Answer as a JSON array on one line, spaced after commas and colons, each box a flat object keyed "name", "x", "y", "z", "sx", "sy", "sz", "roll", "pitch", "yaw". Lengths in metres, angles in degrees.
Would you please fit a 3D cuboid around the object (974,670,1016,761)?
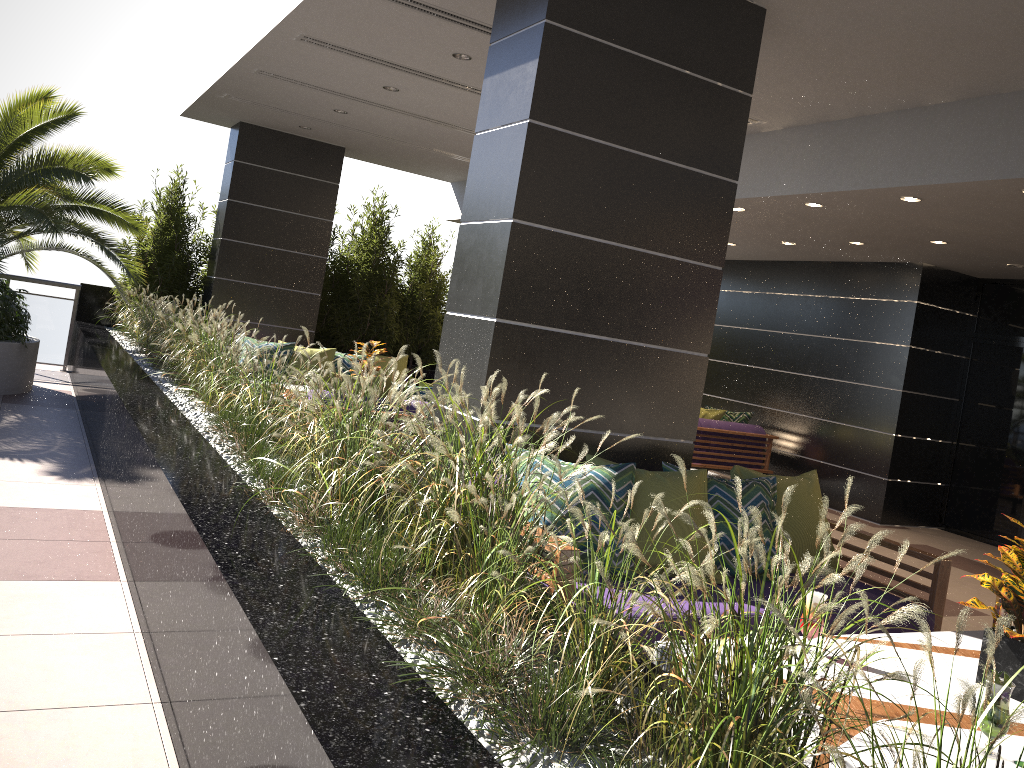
[{"name": "object", "x": 1.178, "y": 0.799, "z": 2.158, "sx": 0.069, "sy": 0.211, "sz": 0.068, "roll": 10, "pitch": 0, "yaw": 44}]

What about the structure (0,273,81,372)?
[{"name": "structure", "x": -6.532, "y": -0.219, "z": 0.107, "sx": 12.866, "sy": 1.058, "sz": 17.591, "roll": 7, "pitch": 4, "yaw": -29}]

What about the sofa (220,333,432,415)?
[{"name": "sofa", "x": -1.941, "y": 0.057, "z": 9.075, "sx": 2.117, "sy": 0.919, "sz": 1.125, "roll": 8, "pitch": 3, "yaw": -29}]

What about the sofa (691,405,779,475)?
[{"name": "sofa", "x": 1.817, "y": 0.618, "z": 10.040, "sx": 2.117, "sy": 0.919, "sz": 1.125, "roll": 8, "pitch": 3, "yaw": -29}]

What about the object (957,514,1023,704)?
[{"name": "object", "x": 1.570, "y": 0.673, "z": 2.661, "sx": 0.429, "sy": 0.526, "sz": 0.426, "roll": 9, "pitch": 1, "yaw": -17}]

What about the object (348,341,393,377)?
[{"name": "object", "x": -1.295, "y": -0.130, "z": 7.968, "sx": 0.429, "sy": 0.526, "sz": 0.426, "roll": 9, "pitch": 1, "yaw": -12}]

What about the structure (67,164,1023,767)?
[{"name": "structure", "x": 3.773, "y": 0.297, "z": 2.387, "sx": 7.786, "sy": 3.120, "sz": 24.852, "roll": 8, "pitch": 4, "yaw": -29}]

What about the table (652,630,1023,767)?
[{"name": "table", "x": 1.477, "y": 1.204, "z": 2.668, "sx": 2.029, "sy": 0.553, "sz": 0.946, "roll": 8, "pitch": 3, "yaw": -29}]

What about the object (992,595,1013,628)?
[{"name": "object", "x": 1.758, "y": 0.844, "z": 3.153, "sx": 0.084, "sy": 0.189, "sz": 0.067, "roll": 9, "pitch": 0, "yaw": -4}]

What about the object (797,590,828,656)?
[{"name": "object", "x": 0.926, "y": 0.737, "z": 2.733, "sx": 0.069, "sy": 0.181, "sz": 0.068, "roll": 10, "pitch": 1, "yaw": 44}]

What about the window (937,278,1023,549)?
[{"name": "window", "x": 5.277, "y": 0.331, "z": 8.818, "sx": 0.108, "sy": 2.761, "sz": 1.835, "roll": 9, "pitch": 1, "yaw": -29}]

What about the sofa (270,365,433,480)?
[{"name": "sofa", "x": -0.726, "y": 0.397, "z": 6.822, "sx": 2.117, "sy": 0.919, "sz": 1.125, "roll": 8, "pitch": 3, "yaw": -29}]

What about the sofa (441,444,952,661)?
[{"name": "sofa", "x": 0.805, "y": 0.826, "z": 3.984, "sx": 2.117, "sy": 0.919, "sz": 1.125, "roll": 8, "pitch": 3, "yaw": -29}]

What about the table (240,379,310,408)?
[{"name": "table", "x": -1.380, "y": 0.403, "z": 7.968, "sx": 2.029, "sy": 0.553, "sz": 0.946, "roll": 8, "pitch": 3, "yaw": -29}]

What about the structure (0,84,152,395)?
[{"name": "structure", "x": -5.455, "y": -1.691, "z": 8.454, "sx": 3.760, "sy": 3.302, "sz": 3.796, "roll": 10, "pitch": 2, "yaw": 14}]
